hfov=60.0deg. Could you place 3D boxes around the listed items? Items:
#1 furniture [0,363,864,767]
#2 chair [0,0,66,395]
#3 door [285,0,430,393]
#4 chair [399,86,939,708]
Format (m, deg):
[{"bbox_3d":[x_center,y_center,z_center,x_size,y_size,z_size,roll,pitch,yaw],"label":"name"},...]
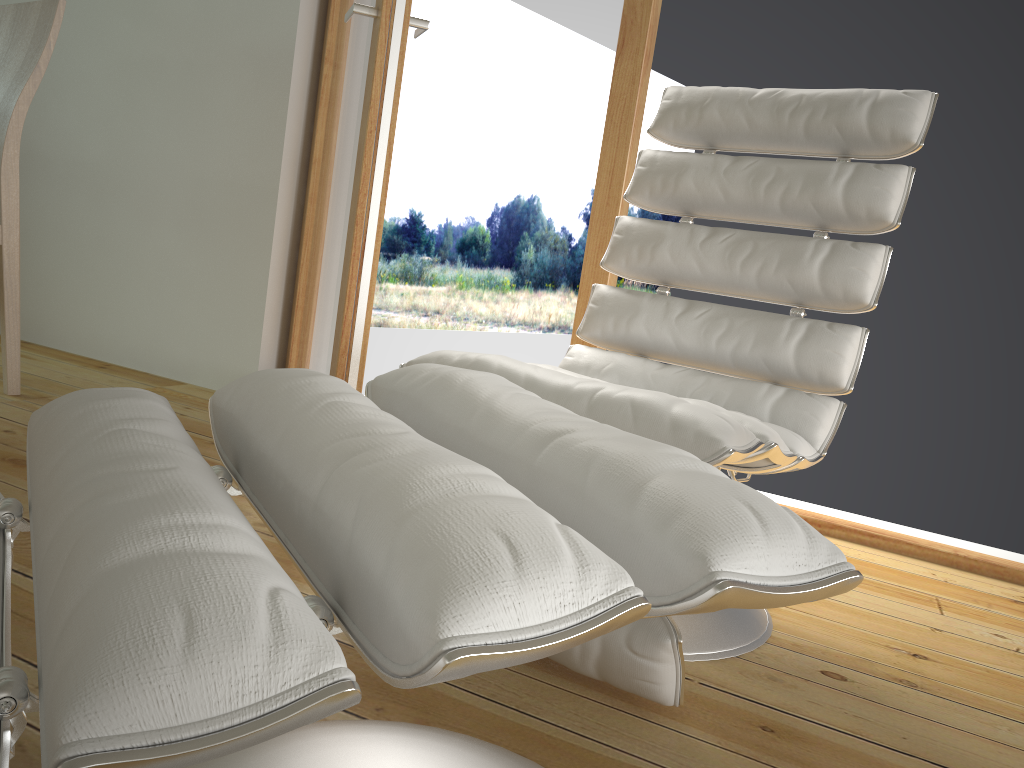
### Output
[{"bbox_3d":[-0.142,0.221,0.695,0.685,0.438,0.572,4,9,-30],"label":"furniture"},{"bbox_3d":[-1.486,-0.498,2.197,0.406,1.013,0.506,14,9,37],"label":"chair"},{"bbox_3d":[-0.360,-1.063,2.223,0.162,2.409,0.939,6,7,-21],"label":"door"},{"bbox_3d":[0.265,-0.114,1.535,0.571,0.965,0.914,13,9,34],"label":"chair"}]
